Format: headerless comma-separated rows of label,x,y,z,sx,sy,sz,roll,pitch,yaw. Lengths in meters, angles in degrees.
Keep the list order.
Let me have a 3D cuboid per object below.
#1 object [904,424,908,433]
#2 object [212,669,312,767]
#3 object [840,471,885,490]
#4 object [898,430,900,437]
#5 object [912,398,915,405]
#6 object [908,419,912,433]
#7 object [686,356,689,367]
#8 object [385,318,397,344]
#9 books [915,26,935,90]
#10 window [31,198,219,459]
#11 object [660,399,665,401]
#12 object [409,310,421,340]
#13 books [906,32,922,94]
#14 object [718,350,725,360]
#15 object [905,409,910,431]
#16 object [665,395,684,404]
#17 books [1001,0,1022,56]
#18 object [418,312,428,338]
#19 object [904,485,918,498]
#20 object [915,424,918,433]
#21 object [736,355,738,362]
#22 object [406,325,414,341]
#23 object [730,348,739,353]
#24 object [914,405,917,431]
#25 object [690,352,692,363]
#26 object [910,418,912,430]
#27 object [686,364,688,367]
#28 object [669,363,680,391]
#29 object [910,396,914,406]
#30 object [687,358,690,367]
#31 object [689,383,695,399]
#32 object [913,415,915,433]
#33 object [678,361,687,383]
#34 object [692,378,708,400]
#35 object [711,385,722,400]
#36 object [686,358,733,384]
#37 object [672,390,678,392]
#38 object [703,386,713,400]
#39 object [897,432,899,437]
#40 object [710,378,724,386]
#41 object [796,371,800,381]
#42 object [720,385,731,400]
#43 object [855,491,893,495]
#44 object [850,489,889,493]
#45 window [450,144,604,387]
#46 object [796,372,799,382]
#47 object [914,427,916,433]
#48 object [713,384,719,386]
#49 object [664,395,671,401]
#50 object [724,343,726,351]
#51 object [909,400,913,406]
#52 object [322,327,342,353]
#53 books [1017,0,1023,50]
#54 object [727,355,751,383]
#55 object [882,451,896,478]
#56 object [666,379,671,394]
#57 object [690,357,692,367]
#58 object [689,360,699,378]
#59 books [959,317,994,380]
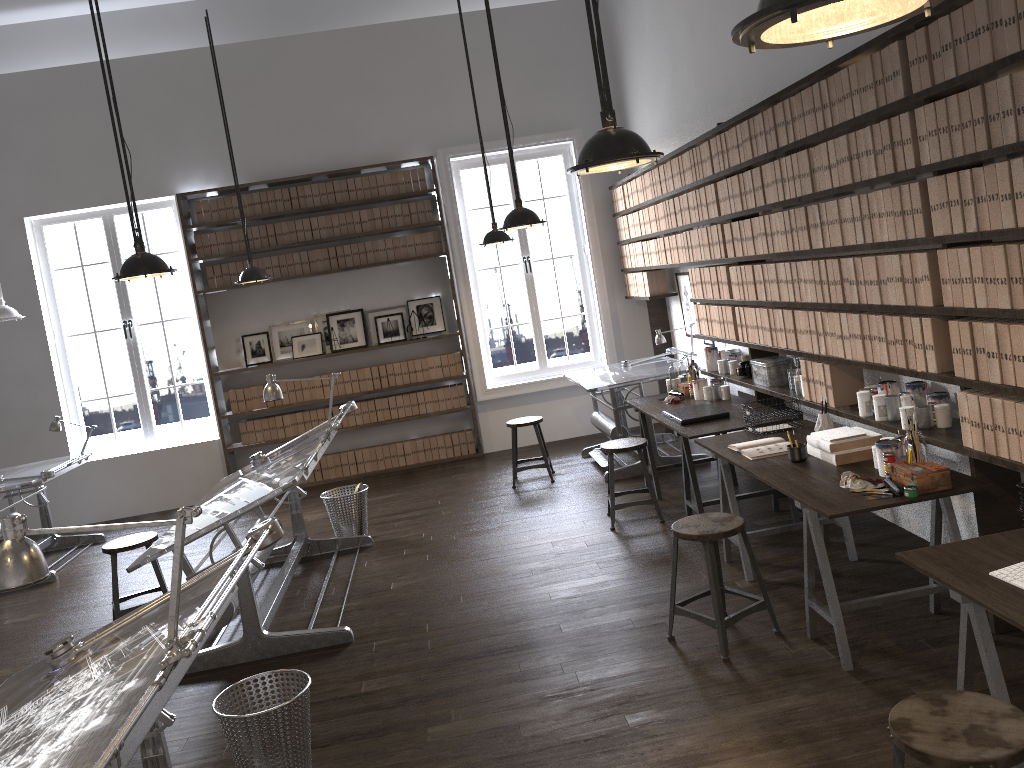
object,1.569,0.232,3.481,0.037,0.153,0.008,-5,6,45
object,-0.882,1.307,3.246,0.352,0.376,0.355,-8,6,17
object,1.403,0.393,3.585,0.133,0.050,0.197,-13,8,-34
object,1.689,0.268,3.844,0.004,0.133,0.030,-9,4,0
object,1.781,0.114,3.892,0.036,0.119,0.005,-10,4,-8
object,1.573,0.219,3.471,0.008,0.185,0.072,-6,5,38
object,1.283,-0.107,6.410,0.007,0.213,0.055,-7,5,30
object,-1.203,-0.524,8.753,0.124,0.259,0.040,-10,4,-5
books,1.609,-1.219,3.288,0.174,0.225,0.067,-10,4,-5
window,-3.749,-0.515,8.699,1.483,2.488,0.153,-10,4,-5
object,1.121,0.107,6.403,0.157,0.006,0.006,-12,6,-25
object,-0.959,-0.589,8.781,0.118,0.303,0.040,-10,4,-5
books,1.608,-1.227,3.362,0.174,0.225,0.067,-10,4,-5
object,1.561,-0.179,6.552,0.051,0.139,0.050,-10,4,-7
object,1.571,0.205,3.489,0.007,0.213,0.055,-9,4,2
object,1.143,0.102,6.300,0.132,0.050,0.198,-6,7,24
books,1.658,-1.167,2.806,0.174,0.225,0.067,-10,4,-5
object,-0.891,-0.583,8.816,0.110,0.261,0.040,-10,4,-5
object,1.510,0.407,3.351,0.049,0.037,0.049,-9,6,-1
object,1.591,0.233,3.466,0.006,0.156,0.005,-13,5,-42
object,1.603,-0.151,6.292,0.005,0.117,0.036,-8,4,16
object,-1.004,-0.507,8.746,0.066,0.165,0.040,-10,4,-5
object,1.669,-0.202,6.599,0.070,0.130,0.070,-5,6,42
object,1.586,0.196,3.471,0.020,0.227,0.007,-7,4,27
object,1.305,-0.119,6.416,0.021,0.227,0.007,-9,4,7
object,1.566,0.224,3.471,0.021,0.179,0.005,-8,4,14
object,1.287,-0.083,6.422,0.037,0.153,0.005,-10,4,-9
object,1.209,-0.040,6.595,0.068,0.229,0.069,-10,4,-8
object,1.772,0.115,3.895,0.030,0.135,0.004,-10,4,-9
object,1.294,-0.099,6.427,0.008,0.185,0.071,-9,4,-4
object,1.286,0.048,6.293,0.049,0.111,0.050,-10,5,-8
object,1.587,0.214,3.483,0.006,0.181,0.053,-6,5,38
object,1.279,-0.056,6.601,0.068,0.236,0.069,-10,4,-8
object,1.329,0.034,6.229,0.104,0.141,0.105,-10,5,-12
object,1.404,0.061,6.071,0.062,0.093,0.063,-4,7,44
object,1.429,-0.090,6.380,0.344,0.145,0.077,-7,5,18
object,1.203,0.065,6.549,0.049,0.037,0.049,-10,6,-8
object,1.356,0.062,6.122,0.061,0.094,0.062,-6,6,35
object,1.685,0.269,3.836,0.005,0.117,0.036,-9,4,1
object,1.440,0.027,6.191,0.094,0.127,0.095,-9,5,-1
object,1.650,-0.013,5.079,0.008,0.124,0.041,-10,4,-16
object,1.456,0.058,6.029,0.061,0.094,0.062,-4,7,44
object,1.413,0.425,3.465,0.005,0.005,0.157,-14,8,-39
object,1.401,0.420,3.481,0.156,0.006,0.006,-7,6,16
window,0.157,-1.178,8.917,1.245,2.301,0.153,-10,4,-5
object,1.647,-0.006,5.083,0.004,0.126,0.028,-10,4,-6
object,1.590,0.235,3.477,0.005,0.135,0.005,-9,4,4
object,1.417,0.052,6.127,0.044,0.101,0.045,-10,4,-5
object,1.125,0.103,6.409,0.011,0.017,0.173,-7,7,27
object,1.596,-0.220,6.620,0.034,0.184,0.005,-10,4,-12
object,1.778,0.120,3.912,0.035,0.104,0.004,-10,4,-7
object,-1.770,-0.427,8.691,0.174,0.259,0.040,-10,4,-5
books,1.663,-1.159,2.734,0.174,0.225,0.067,-10,4,-5
object,1.590,-0.110,6.133,0.237,0.161,0.107,-14,7,-39
object,1.544,0.335,3.613,0.049,0.111,0.050,-9,4,-1
object,1.200,0.016,6.668,0.068,0.104,0.068,-9,5,0
object,1.299,-0.103,6.408,0.006,0.192,0.055,-10,4,-6
object,1.363,-0.066,6.608,0.068,0.229,0.069,-10,4,-8
books,1.788,-0.136,3.321,0.174,0.225,0.067,-10,4,-5
